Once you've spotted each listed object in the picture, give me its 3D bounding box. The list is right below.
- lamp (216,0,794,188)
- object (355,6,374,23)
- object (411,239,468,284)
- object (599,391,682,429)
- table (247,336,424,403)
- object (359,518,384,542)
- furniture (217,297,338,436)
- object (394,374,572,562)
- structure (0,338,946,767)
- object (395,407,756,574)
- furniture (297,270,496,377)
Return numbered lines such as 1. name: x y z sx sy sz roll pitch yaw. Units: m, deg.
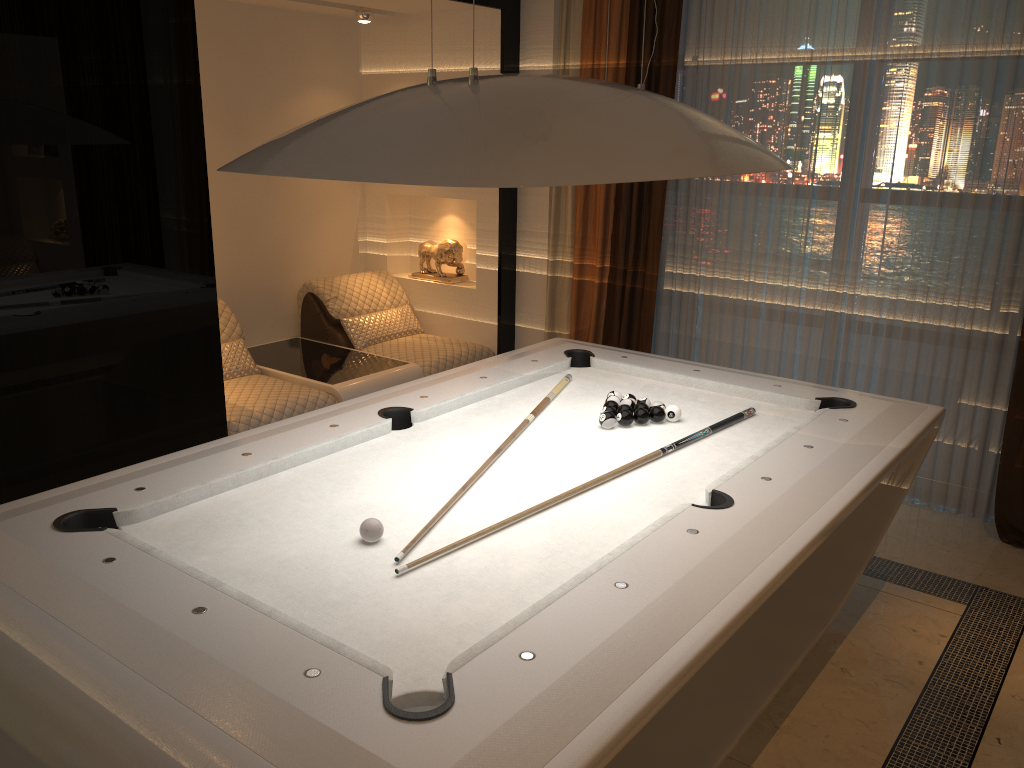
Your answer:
1. lamp: 0.093 -1.046 2.205 0.939 0.995 1.578 13 20 36
2. object: -0.838 -2.110 5.020 0.107 0.127 0.107 6 17 18
3. object: -0.450 -0.799 5.651 0.364 0.264 0.180 13 20 35
4. object: 0.437 0.092 2.986 0.265 0.057 0.299 4 16 11
5. table: -1.114 0.079 5.008 1.143 0.457 0.608 13 20 35
6. object: -0.329 0.342 2.079 0.057 0.057 0.057 3 16 7
7. furniture: -1.466 0.048 4.449 1.107 0.810 0.660 13 20 35
8. object: -0.017 0.181 2.705 0.028 0.026 1.605 6 17 16
9. structure: 0.051 0.578 2.682 1.659 0.812 2.912 13 20 35
10. object: 0.291 0.249 2.488 0.028 0.026 1.605 15 21 40
11. furniture: -0.698 -0.219 5.419 1.107 0.810 0.660 13 20 35
